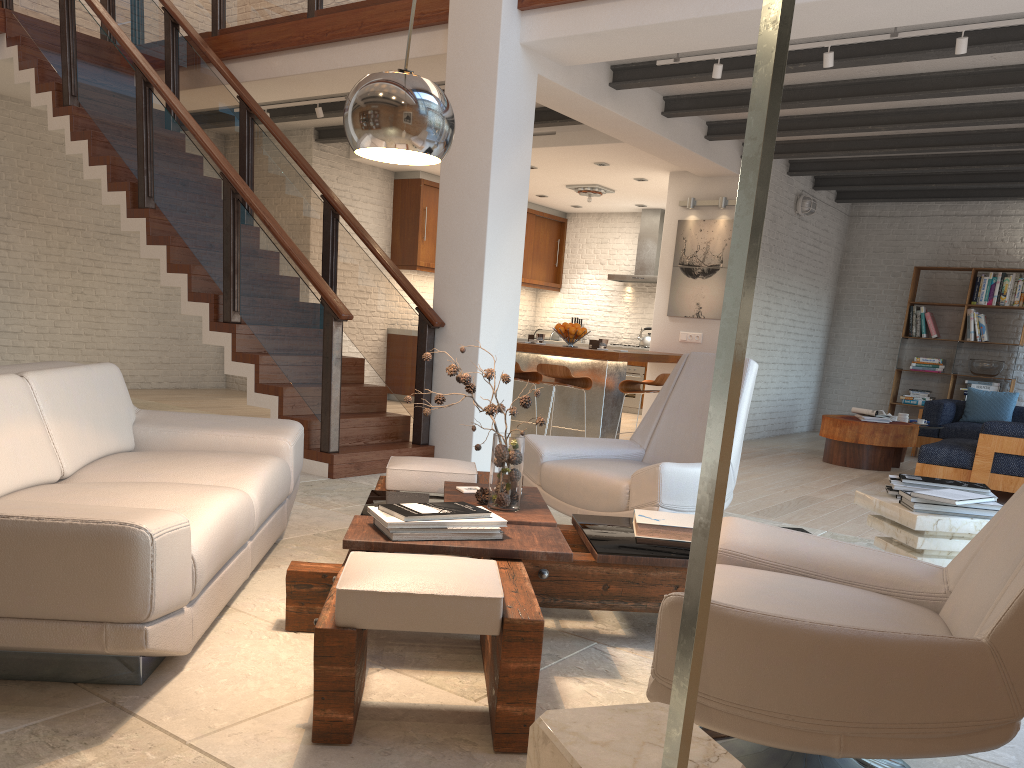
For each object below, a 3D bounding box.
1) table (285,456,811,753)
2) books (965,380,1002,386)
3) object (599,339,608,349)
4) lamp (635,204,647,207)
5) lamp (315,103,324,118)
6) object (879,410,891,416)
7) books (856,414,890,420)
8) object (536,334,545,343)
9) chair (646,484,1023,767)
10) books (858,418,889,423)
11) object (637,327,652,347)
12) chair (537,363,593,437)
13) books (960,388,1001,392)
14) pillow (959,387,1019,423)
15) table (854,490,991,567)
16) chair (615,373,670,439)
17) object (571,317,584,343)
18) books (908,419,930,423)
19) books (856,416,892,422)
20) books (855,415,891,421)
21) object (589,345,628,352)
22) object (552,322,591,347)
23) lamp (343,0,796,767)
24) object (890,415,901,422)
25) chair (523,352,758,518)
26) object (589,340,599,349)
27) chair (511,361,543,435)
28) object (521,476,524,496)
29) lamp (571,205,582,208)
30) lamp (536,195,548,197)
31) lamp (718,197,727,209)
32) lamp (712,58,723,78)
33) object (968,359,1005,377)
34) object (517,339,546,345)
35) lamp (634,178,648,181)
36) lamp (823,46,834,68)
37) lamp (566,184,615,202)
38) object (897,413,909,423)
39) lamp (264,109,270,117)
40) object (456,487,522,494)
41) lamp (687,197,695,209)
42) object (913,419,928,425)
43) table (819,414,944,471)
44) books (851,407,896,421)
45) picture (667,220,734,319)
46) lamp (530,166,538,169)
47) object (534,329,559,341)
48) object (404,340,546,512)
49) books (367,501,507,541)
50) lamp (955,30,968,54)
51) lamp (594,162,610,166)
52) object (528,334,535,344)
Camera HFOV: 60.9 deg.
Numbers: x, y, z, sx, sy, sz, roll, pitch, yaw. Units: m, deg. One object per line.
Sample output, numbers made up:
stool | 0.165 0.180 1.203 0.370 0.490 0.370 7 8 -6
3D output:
table | 0.221 0.664 3.226 1.972 0.442 2.143 4 4 -4
books | 5.790 -0.010 10.700 0.373 0.037 0.241 7 5 35
object | 0.830 -0.365 7.924 0.090 0.087 0.089 -2 11 -39
lamp | 1.763 -2.454 11.904 0.122 0.057 0.122 8 7 35
lamp | -1.731 -2.451 7.837 0.059 0.133 0.085 13 14 37
object | 4.116 0.337 9.481 0.194 0.094 0.181 2 6 -29
books | 3.514 0.319 8.498 0.252 0.011 0.310 5 4 10
object | 0.269 -0.434 8.293 0.090 0.087 0.089 10 10 32
chair | 0.908 0.501 2.100 0.975 1.030 1.003 8 9 19
books | 3.525 0.352 8.509 0.251 0.011 0.311 6 4 15
object | 1.940 -0.663 12.333 0.262 0.284 0.255 -1 11 -33
chair | 0.417 0.217 7.794 0.397 0.800 0.415 12 14 34
books | 5.771 0.084 10.714 0.437 0.021 0.269 7 4 35
pillow | 5.447 0.264 9.943 0.546 0.422 0.220 9 12 33
table | 1.677 0.730 3.480 0.496 0.520 0.479 4 9 -5
chair | 1.222 0.277 7.889 0.415 0.800 0.398 12 14 34
object | 0.972 -0.829 13.370 0.316 0.387 0.065 11 14 33
books | 4.341 0.397 9.378 0.232 0.023 0.158 4 4 -7
books | 3.533 0.341 8.521 0.252 0.011 0.310 5 4 5
books | 3.519 0.330 8.507 0.252 0.011 0.310 5 4 5
object | 0.850 -0.328 7.957 0.388 0.036 0.196 8 5 38
object | 0.558 -0.463 8.196 0.366 0.229 0.353 5 7 0
lamp | -0.096 -0.255 1.825 0.320 2.423 1.963 0 10 -18
object | 3.798 0.344 8.678 0.145 0.057 0.172 7 5 24
chair | 0.706 0.341 4.356 0.967 1.048 1.000 -2 11 -38
object | 0.772 -0.365 8.057 0.094 0.084 0.111 3 7 -10
chair | -0.018 0.163 8.091 0.397 0.800 0.415 12 14 34
object | -0.011 0.410 3.469 0.094 0.084 0.111 6 7 7
lamp | 0.925 -2.558 12.477 0.122 0.057 0.122 8 7 35
lamp | 0.406 -2.556 11.766 0.122 0.057 0.122 8 7 35
lamp | 2.184 -1.879 9.040 0.080 0.107 0.077 0 11 -26
lamp | 1.352 -2.066 5.729 0.059 0.133 0.083 6 11 5
object | 5.799 -0.192 10.677 0.401 0.208 0.391 3 6 -13
object | 0.227 -0.405 8.373 0.282 0.036 0.203 7 5 35
lamp | 1.476 -2.355 9.969 0.122 0.057 0.122 8 7 35
lamp | 1.937 -1.993 5.333 0.059 0.133 0.085 13 14 37
lamp | 0.970 -2.352 10.856 0.443 0.176 0.445 8 6 35
object | 3.992 0.355 8.908 0.107 0.111 0.105 -2 11 -38
lamp | -2.317 -2.523 8.234 0.059 0.133 0.083 6 11 5
object | -0.090 0.422 3.559 0.271 0.036 0.242 5 4 7
lamp | 1.897 -1.915 9.236 0.080 0.107 0.077 0 11 -26
object | 4.206 0.394 8.989 0.153 0.059 0.266 7 5 28
table | 3.746 0.576 9.046 1.056 0.460 1.815 9 6 41
books | 3.551 0.304 8.565 0.273 0.112 0.313 3 5 -22
picture | 2.021 -1.228 9.342 0.643 1.048 0.020 12 15 33
lamp | 0.204 -2.447 9.770 0.122 0.057 0.122 8 7 35
object | 0.537 -0.772 13.633 0.339 0.164 0.247 8 8 35
object | -0.138 0.148 3.198 0.541 0.627 0.306 5 11 6
books | -0.237 0.438 2.793 0.401 0.077 0.243 3 5 -23
lamp | 2.540 -1.924 4.920 0.059 0.125 0.085 13 13 37
lamp | 0.955 -2.353 9.257 0.122 0.057 0.122 8 7 35
object | 0.228 -0.433 8.434 0.112 0.085 0.092 10 9 35
